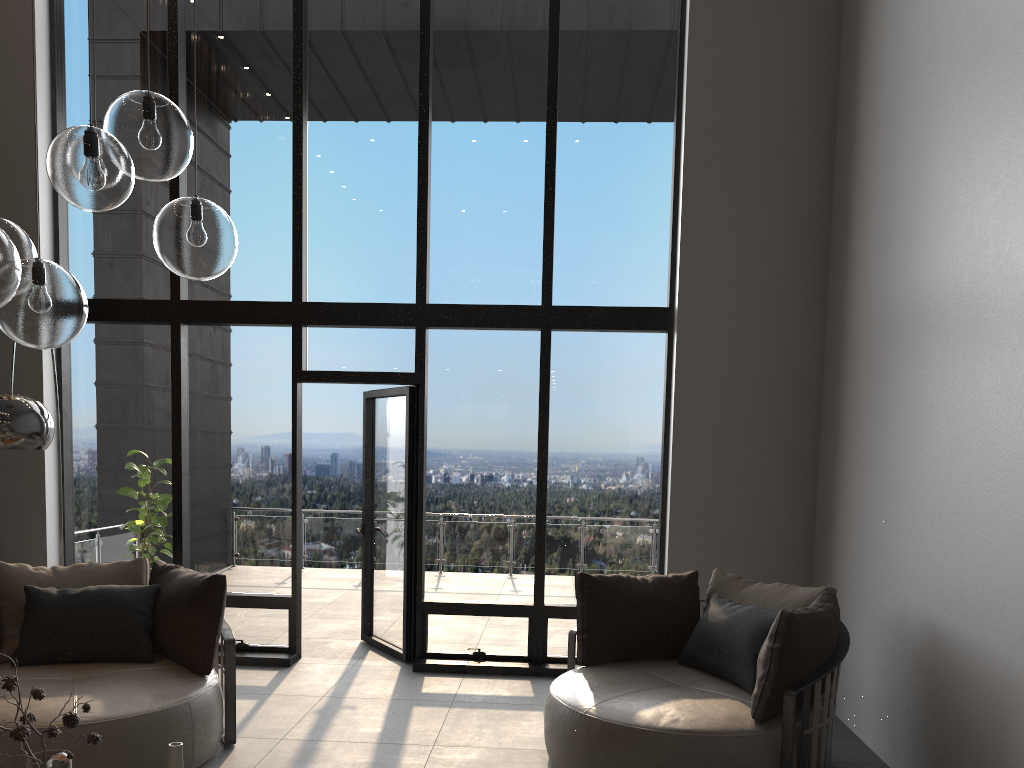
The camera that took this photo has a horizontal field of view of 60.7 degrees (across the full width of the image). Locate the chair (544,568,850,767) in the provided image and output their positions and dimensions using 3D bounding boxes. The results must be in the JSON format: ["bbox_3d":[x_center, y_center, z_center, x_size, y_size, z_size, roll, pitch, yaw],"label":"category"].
[{"bbox_3d":[0.906,1.444,4.376,1.441,0.907,1.479,1,-2,20],"label":"chair"}]

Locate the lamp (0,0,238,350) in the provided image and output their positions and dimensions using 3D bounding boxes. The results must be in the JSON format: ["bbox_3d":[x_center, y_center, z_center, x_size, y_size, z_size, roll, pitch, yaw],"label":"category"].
[{"bbox_3d":[-1.221,-2.431,2.174,1.231,5.047,1.216,1,4,0],"label":"lamp"}]

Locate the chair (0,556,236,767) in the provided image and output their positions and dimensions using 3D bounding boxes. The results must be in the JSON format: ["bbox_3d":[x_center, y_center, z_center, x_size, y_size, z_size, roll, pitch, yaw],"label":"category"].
[{"bbox_3d":[-2.135,1.364,4.267,1.477,0.907,1.443,0,-2,30],"label":"chair"}]

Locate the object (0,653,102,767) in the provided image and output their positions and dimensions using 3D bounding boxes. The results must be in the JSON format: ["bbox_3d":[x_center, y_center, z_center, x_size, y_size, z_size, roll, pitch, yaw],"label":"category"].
[{"bbox_3d":[-1.460,1.040,2.475,0.542,0.609,0.314,1,3,-26],"label":"object"}]

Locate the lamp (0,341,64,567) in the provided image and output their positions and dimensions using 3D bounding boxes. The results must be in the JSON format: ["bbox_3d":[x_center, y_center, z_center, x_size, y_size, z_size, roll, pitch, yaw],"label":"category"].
[{"bbox_3d":[-2.334,0.650,4.371,0.320,2.354,2.020,0,2,-20],"label":"lamp"}]

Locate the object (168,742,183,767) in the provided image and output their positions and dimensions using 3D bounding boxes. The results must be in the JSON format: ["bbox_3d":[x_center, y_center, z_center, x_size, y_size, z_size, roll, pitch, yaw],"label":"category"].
[{"bbox_3d":[-0.967,1.139,2.308,0.315,0.402,0.318,2,1,22],"label":"object"}]
